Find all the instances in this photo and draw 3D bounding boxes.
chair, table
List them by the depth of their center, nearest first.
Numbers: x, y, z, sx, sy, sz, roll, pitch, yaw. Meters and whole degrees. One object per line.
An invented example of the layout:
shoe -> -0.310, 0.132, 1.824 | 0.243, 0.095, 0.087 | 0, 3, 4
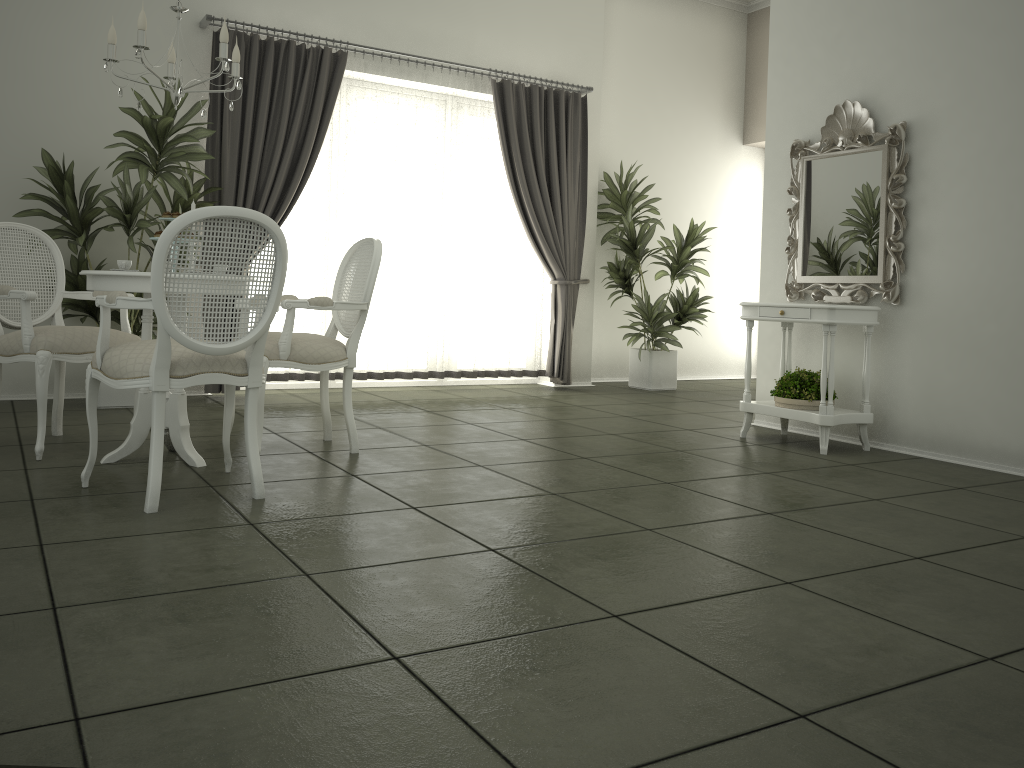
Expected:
chair -> -1.194, -0.116, 3.305 | 0.594, 1.063, 0.692 | 1, 2, -40
table -> -1.542, -0.078, 3.957 | 0.739, 0.829, 0.743 | 0, 3, -34
chair -> -2.189, -0.240, 4.205 | 0.691, 1.063, 0.595 | 3, 2, 25
chair -> -1.014, -0.212, 4.357 | 0.689, 1.063, 0.597 | 1, 2, -30
table -> 1.685, -0.058, 5.088 | 0.432, 0.805, 0.700 | 1, 3, -31

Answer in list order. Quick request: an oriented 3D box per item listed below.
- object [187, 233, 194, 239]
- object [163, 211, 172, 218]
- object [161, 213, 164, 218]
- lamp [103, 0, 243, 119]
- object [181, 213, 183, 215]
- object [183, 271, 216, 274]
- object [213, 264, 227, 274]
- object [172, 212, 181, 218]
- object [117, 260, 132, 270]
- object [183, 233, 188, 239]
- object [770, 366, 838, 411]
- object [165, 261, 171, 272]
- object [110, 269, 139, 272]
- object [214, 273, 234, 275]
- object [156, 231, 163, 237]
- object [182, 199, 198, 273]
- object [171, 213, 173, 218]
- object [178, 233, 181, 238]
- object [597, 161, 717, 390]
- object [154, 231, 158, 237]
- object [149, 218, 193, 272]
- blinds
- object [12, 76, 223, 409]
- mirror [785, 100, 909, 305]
object -> -1.447, -0.667, 3.980 | 0.039, 0.032, 0.039 | 3, 4, 20
object -> -1.537, -0.755, 3.943 | 0.039, 0.032, 0.039 | 2, 3, 0
object -> -1.559, -0.759, 3.978 | 0.039, 0.032, 0.039 | -1, 5, -45
lamp -> -1.443, -2.442, 3.953 | 0.595, 2.436, 0.591 | 2, 1, 37
object -> -1.476, -0.756, 3.980 | 0.039, 0.032, 0.039 | 0, 4, -25
object -> -1.346, -0.477, 3.802 | 0.118, 0.016, 0.119 | -3, 7, -41
object -> -1.359, -0.532, 4.120 | 0.062, 0.049, 0.078 | 2, 4, 2
object -> -1.496, -0.754, 3.944 | 0.039, 0.032, 0.039 | 1, 3, -10
object -> -1.743, -0.532, 3.980 | 0.078, 0.049, 0.062 | 5, 5, 39
object -> -1.485, -0.674, 4.043 | 0.039, 0.032, 0.039 | 1, 3, -10
object -> 1.689, 0.016, 5.094 | 0.374, 0.231, 0.348 | -1, 5, -35
object -> -1.456, -0.489, 3.697 | 0.062, 0.049, 0.078 | 1, 4, -21
object -> -1.750, -0.509, 3.985 | 0.118, 0.016, 0.119 | -1, 6, -31
object -> -1.360, -0.507, 4.113 | 0.118, 0.016, 0.119 | -3, 7, -41
object -> -1.556, -0.664, 3.915 | 0.039, 0.032, 0.039 | 3, 4, 20
object -> -1.516, -0.696, 4.186 | 0.088, 0.364, 0.088 | 2, 1, 37
object -> -1.539, -0.762, 4.014 | 0.039, 0.032, 0.039 | 1, 3, -10
object -> -1.483, -0.662, 3.916 | 0.039, 0.032, 0.039 | 4, 4, 25
object -> 1.327, -1.012, 8.111 | 1.161, 2.095, 1.042 | 2, 1, -13
object -> -1.594, -0.672, 3.978 | 0.039, 0.032, 0.039 | 3, 4, 20
object -> -1.522, -0.619, 3.979 | 0.211, 0.248, 0.211 | 2, 2, 2
blinds -> -0.848, -1.246, 7.105 | 3.657, 2.601, 0.662 | 0, 2, -31
object -> -2.490, -0.909, 5.638 | 1.161, 2.095, 1.042 | 2, 1, -13
mirror -> 1.962, -1.081, 5.237 | 0.082, 1.208, 0.840 | 2, 2, -31
